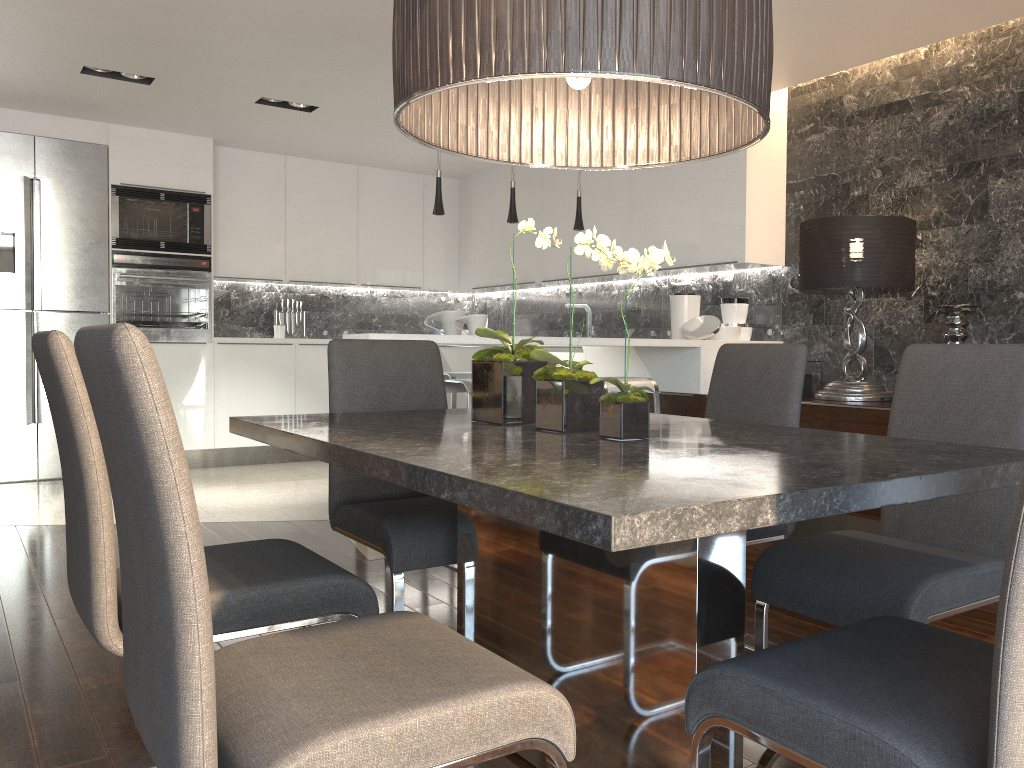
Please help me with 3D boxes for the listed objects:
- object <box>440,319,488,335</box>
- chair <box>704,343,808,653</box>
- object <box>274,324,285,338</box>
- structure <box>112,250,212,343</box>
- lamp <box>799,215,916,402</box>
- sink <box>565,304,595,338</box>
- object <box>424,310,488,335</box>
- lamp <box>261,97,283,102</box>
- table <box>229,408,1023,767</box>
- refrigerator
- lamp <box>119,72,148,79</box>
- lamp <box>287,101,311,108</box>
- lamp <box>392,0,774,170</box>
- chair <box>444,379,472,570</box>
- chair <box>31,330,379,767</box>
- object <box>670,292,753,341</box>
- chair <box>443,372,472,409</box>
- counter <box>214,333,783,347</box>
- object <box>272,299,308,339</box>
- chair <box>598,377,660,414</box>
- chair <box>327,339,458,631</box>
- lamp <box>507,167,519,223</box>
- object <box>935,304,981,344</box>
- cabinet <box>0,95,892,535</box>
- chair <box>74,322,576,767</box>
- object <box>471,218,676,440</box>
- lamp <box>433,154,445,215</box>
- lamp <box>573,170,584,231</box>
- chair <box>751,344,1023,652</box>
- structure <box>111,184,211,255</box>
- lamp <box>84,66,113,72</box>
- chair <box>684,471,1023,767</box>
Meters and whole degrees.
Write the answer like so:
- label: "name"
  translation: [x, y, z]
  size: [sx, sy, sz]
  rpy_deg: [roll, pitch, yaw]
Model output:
- label: "object"
  translation: [-0.461, -0.515, 8.197]
  size: [0.371, 0.234, 0.527]
  rpy_deg: [0, 2, -24]
- label: "chair"
  translation: [0.550, 0.358, 2.616]
  size: [0.602, 0.964, 0.406]
  rpy_deg: [-1, 2, -34]
- label: "object"
  translation: [-1.920, -0.434, 7.266]
  size: [0.090, 0.117, 0.094]
  rpy_deg: [1, 2, 15]
- label: "structure"
  translation: [-2.696, -0.642, 6.671]
  size: [0.700, 0.650, 0.616]
  rpy_deg: [-1, 2, -34]
- label: "lamp"
  translation: [1.821, -0.384, 4.666]
  size: [0.625, 0.933, 0.560]
  rpy_deg: [-1, 3, -44]
- label: "sink"
  translation: [0.544, -0.345, 6.577]
  size: [0.536, 0.520, 1.094]
  rpy_deg: [-1, 3, -33]
- label: "object"
  translation: [-0.281, -0.312, 4.516]
  size: [0.198, 0.133, 0.415]
  rpy_deg: [-1, 3, -33]
- label: "lamp"
  translation: [-1.534, -1.851, 5.645]
  size: [0.186, 0.077, 0.168]
  rpy_deg: [-1, 3, -34]
- label: "table"
  translation: [0.142, 0.485, 1.920]
  size: [1.095, 0.760, 1.520]
  rpy_deg: [-1, 3, -34]
- label: "refrigerator"
  translation: [-3.385, -0.519, 6.214]
  size: [0.919, 2.342, 0.554]
  rpy_deg: [-1, 2, -34]
- label: "lamp"
  translation: [-2.215, -1.839, 5.169]
  size: [0.167, 0.077, 0.186]
  rpy_deg: [2, 3, 39]
- label: "lamp"
  translation: [-1.379, -1.854, 5.755]
  size: [0.167, 0.077, 0.186]
  rpy_deg: [2, 3, 39]
- label: "lamp"
  translation: [0.157, -1.096, 1.892]
  size: [0.823, 1.102, 0.786]
  rpy_deg: [0, 2, -10]
- label: "chair"
  translation: [-0.129, 0.379, 3.949]
  size: [0.442, 0.800, 0.408]
  rpy_deg: [-1, 2, -34]
- label: "chair"
  translation: [-0.624, 0.380, 1.794]
  size: [0.602, 0.964, 0.406]
  rpy_deg: [-1, 2, -34]
- label: "object"
  translation: [1.282, -0.417, 5.448]
  size: [0.598, 0.298, 0.398]
  rpy_deg: [0, 2, -23]
- label: "chair"
  translation: [-0.271, 0.334, 5.029]
  size: [0.442, 0.800, 0.408]
  rpy_deg: [-1, 2, -34]
- label: "counter"
  translation: [-0.506, -0.300, 6.284]
  size: [2.834, 0.041, 3.823]
  rpy_deg: [-1, 3, -34]
- label: "object"
  translation: [-1.862, -0.548, 7.398]
  size: [0.305, 0.336, 0.057]
  rpy_deg: [-1, 2, -31]
- label: "chair"
  translation: [0.480, 0.368, 4.375]
  size: [0.442, 0.800, 0.408]
  rpy_deg: [-1, 2, -34]
- label: "chair"
  translation: [-0.269, 0.350, 2.602]
  size: [0.450, 0.964, 0.542]
  rpy_deg: [-1, 2, -34]
- label: "lamp"
  translation: [0.006, -1.340, 5.004]
  size: [0.061, 0.845, 0.055]
  rpy_deg: [-1, 2, -34]
- label: "object"
  translation: [2.141, -0.137, 4.239]
  size: [0.203, 0.485, 0.214]
  rpy_deg: [1, 2, 14]
- label: "cabinet"
  translation: [-0.516, -0.502, 4.597]
  size: [4.682, 2.500, 6.565]
  rpy_deg: [-1, 3, -34]
- label: "chair"
  translation: [-0.262, 0.406, 1.236]
  size: [0.602, 0.964, 0.406]
  rpy_deg: [-1, 2, -34]
- label: "object"
  translation: [0.155, -0.151, 2.018]
  size: [0.327, 0.501, 0.544]
  rpy_deg: [-1, 3, -37]
- label: "lamp"
  translation: [-0.392, -1.333, 4.725]
  size: [0.061, 0.845, 0.055]
  rpy_deg: [-1, 2, -34]
- label: "lamp"
  translation: [0.405, -1.348, 5.283]
  size: [0.061, 0.845, 0.055]
  rpy_deg: [-1, 2, -34]
- label: "chair"
  translation: [0.912, 0.385, 2.058]
  size: [0.602, 0.964, 0.406]
  rpy_deg: [-1, 2, -34]
- label: "structure"
  translation: [-2.717, -1.208, 6.690]
  size: [0.695, 0.450, 0.581]
  rpy_deg: [-1, 3, -34]
- label: "lamp"
  translation: [-2.370, -1.836, 5.059]
  size: [0.186, 0.077, 0.168]
  rpy_deg: [-1, 3, -34]
- label: "chair"
  translation: [0.590, 0.415, 1.234]
  size: [0.450, 0.964, 0.542]
  rpy_deg: [-1, 2, -34]
